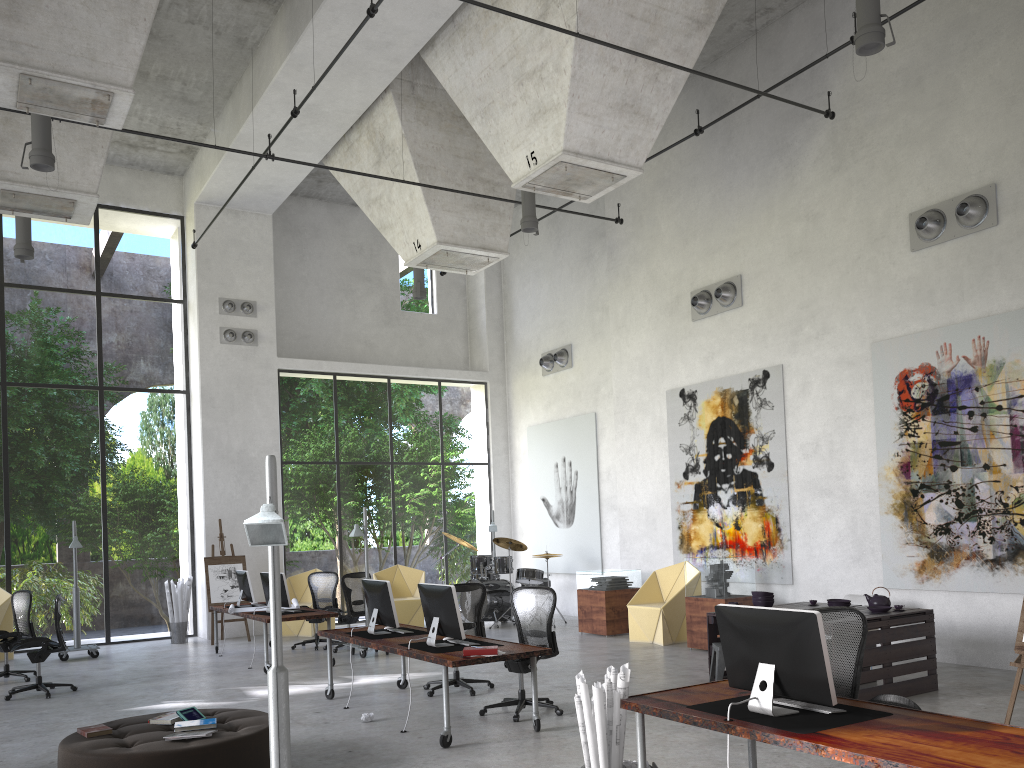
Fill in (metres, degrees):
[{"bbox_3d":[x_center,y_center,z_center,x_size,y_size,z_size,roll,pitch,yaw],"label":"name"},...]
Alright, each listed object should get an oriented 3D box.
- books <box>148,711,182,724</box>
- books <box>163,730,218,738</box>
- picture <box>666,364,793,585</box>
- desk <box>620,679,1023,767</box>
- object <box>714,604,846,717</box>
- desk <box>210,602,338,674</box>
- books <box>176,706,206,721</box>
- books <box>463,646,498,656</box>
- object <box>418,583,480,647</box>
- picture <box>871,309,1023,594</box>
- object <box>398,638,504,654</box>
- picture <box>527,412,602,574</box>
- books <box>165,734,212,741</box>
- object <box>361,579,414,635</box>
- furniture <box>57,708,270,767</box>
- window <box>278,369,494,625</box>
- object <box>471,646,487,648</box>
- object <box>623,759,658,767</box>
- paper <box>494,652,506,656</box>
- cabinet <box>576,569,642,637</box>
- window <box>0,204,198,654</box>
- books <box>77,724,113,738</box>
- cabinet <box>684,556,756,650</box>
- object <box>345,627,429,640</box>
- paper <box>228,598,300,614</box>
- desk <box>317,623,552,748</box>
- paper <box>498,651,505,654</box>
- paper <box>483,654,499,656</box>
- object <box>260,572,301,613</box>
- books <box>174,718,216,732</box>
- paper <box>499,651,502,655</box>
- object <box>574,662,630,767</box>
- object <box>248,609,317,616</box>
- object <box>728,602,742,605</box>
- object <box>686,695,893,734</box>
[{"bbox_3d":[-2.580,2.532,6.663,0.198,0.034,0.287,-5,-10,14],"label":"books"},{"bbox_3d":[-2.229,2.431,6.101,0.301,0.039,0.222,-3,-9,3],"label":"books"},{"bbox_3d":[3.145,1.420,12.998,0.020,3.001,2.376,-1,-4,-32],"label":"picture"},{"bbox_3d":[1.843,1.977,4.063,0.964,0.718,3.166,2,-10,-31],"label":"desk"},{"bbox_3d":[1.438,1.455,4.672,0.377,0.549,0.722,0,-7,-30],"label":"object"},{"bbox_3d":[-3.504,3.624,12.716,0.974,0.718,3.165,2,-10,-31],"label":"desk"},{"bbox_3d":[-2.413,2.500,6.612,0.206,0.102,0.145,-10,-10,43],"label":"books"},{"bbox_3d":[-0.256,2.200,7.243,0.285,0.052,0.205,-2,-9,0],"label":"books"},{"bbox_3d":[-0.574,2.073,7.919,0.377,0.549,0.722,0,-7,-30],"label":"object"},{"bbox_3d":[5.085,0.824,9.867,0.020,3.001,2.238,-1,-4,-32],"label":"picture"},{"bbox_3d":[-0.560,2.355,7.912,0.688,0.008,0.858,3,-11,-30],"label":"object"},{"bbox_3d":[0.991,2.220,17.305,0.020,3.001,2.359,-1,-4,-32],"label":"picture"},{"bbox_3d":[-2.230,2.434,6.075,0.300,0.031,0.222,1,-10,-17],"label":"books"},{"bbox_3d":[-1.295,2.295,9.082,0.377,0.549,0.722,0,-7,-30],"label":"object"},{"bbox_3d":[-2.477,2.716,6.428,1.508,0.425,1.526,3,-10,-30],"label":"furniture"},{"bbox_3d":[-2.382,2.274,17.604,4.562,4.865,0.020,1,-3,-32],"label":"window"},{"bbox_3d":[-0.270,2.170,7.244,0.149,0.011,0.011,-7,-7,27],"label":"object"},{"bbox_3d":[0.771,2.447,5.373,0.398,0.297,0.297,-4,-6,11],"label":"object"},{"bbox_3d":[-0.227,2.230,7.264,0.292,0.001,0.212,-8,-11,30],"label":"paper"},{"bbox_3d":[1.570,3.507,14.133,0.743,1.007,0.742,0,-5,-32],"label":"cabinet"},{"bbox_3d":[-8.493,0.621,14.733,5.961,7.806,0.067,0,-3,-32],"label":"window"},{"bbox_3d":[-3.012,2.504,6.342,0.175,0.032,0.257,5,-12,-40],"label":"books"},{"bbox_3d":[2.817,2.959,11.846,0.594,1.248,0.749,0,-4,-32],"label":"cabinet"},{"bbox_3d":[-1.280,2.576,9.074,0.688,0.008,0.858,3,-11,-30],"label":"object"},{"bbox_3d":[-3.643,3.262,12.922,1.075,0.104,0.988,1,-10,-22],"label":"paper"},{"bbox_3d":[-0.883,2.810,8.439,0.974,0.718,3.165,2,-10,-31],"label":"desk"},{"bbox_3d":[-0.219,2.229,7.268,0.290,0.001,0.213,0,-10,-15],"label":"paper"},{"bbox_3d":[-0.227,2.229,7.264,0.292,0.001,0.211,-10,-12,40],"label":"paper"},{"bbox_3d":[-3.205,2.882,12.165,0.377,0.549,0.721,1,-7,-40],"label":"object"},{"bbox_3d":[-2.295,2.474,6.374,0.284,0.033,0.200,1,-10,-19],"label":"books"},{"bbox_3d":[-0.227,2.231,7.264,0.290,0.001,0.213,-2,-9,0],"label":"paper"},{"bbox_3d":[0.547,2.120,5.222,0.319,0.932,0.344,-2,-3,-14],"label":"object"},{"bbox_3d":[-3.190,3.164,12.158,0.689,0.008,0.857,6,-12,-40],"label":"object"},{"bbox_3d":[2.282,2.294,9.005,0.101,0.109,0.130,2,-8,-40],"label":"object"},{"bbox_3d":[1.452,1.737,4.664,0.688,0.008,0.858,3,-11,-30],"label":"object"}]
